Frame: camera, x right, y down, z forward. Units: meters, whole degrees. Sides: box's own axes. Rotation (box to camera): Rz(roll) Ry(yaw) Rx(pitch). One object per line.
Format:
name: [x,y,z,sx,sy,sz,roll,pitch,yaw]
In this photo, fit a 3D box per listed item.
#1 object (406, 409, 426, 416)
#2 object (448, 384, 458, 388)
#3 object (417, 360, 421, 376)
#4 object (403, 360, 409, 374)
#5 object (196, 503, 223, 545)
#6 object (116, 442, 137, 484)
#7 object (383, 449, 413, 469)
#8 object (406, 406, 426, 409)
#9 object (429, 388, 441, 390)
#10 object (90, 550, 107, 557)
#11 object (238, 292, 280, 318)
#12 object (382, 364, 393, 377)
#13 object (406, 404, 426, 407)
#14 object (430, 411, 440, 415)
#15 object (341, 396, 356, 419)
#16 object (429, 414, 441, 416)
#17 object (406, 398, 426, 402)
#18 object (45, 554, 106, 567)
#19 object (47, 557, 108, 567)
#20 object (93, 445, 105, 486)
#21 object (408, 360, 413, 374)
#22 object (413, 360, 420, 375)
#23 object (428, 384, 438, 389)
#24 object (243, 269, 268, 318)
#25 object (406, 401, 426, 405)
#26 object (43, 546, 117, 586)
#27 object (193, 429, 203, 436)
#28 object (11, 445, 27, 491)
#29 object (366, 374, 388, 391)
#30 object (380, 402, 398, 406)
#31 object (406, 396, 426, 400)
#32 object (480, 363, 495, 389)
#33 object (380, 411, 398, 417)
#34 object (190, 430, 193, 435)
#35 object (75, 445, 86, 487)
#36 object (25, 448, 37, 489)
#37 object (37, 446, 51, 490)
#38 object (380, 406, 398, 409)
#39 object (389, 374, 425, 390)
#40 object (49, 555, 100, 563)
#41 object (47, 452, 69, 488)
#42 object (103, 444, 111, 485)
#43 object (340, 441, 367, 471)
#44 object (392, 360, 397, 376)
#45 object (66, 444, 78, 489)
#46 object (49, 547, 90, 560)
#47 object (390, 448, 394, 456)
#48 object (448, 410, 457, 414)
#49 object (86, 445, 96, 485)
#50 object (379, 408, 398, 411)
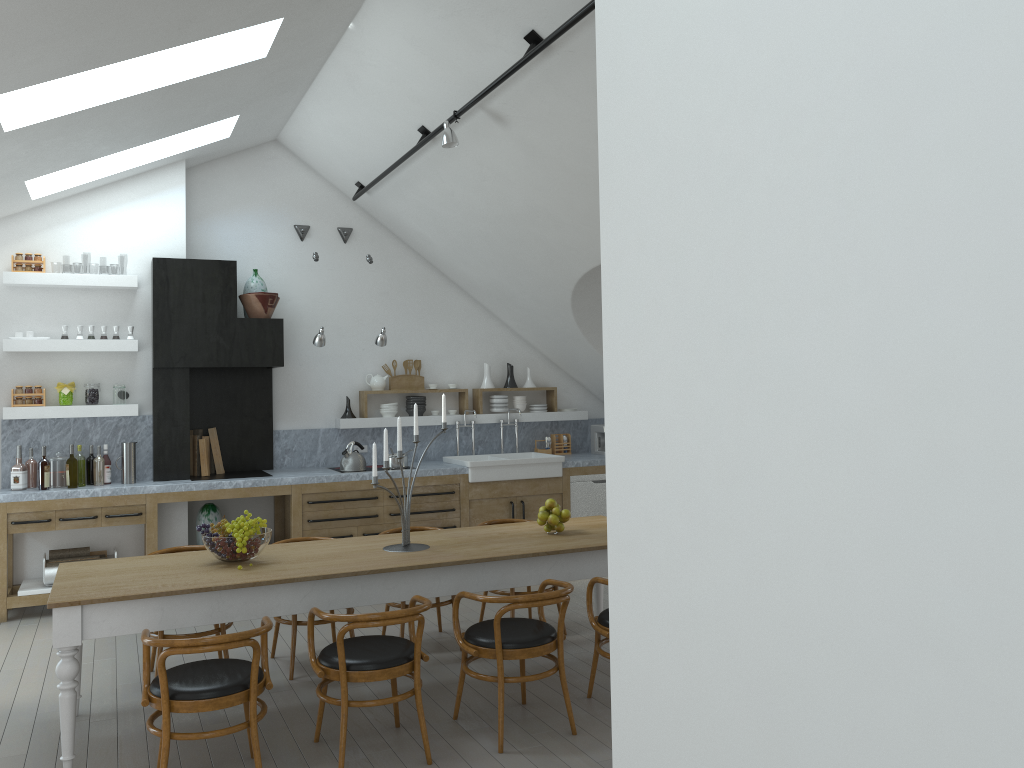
object: [-0.970,0.290,8.950,0.205,0.072,0.205,-1,-1,-37]
object: [-0.611,0.025,9.148,0.098,0.049,0.098,-1,-1,-27]
object: [-0.947,-0.098,9.030,0.057,0.294,0.030,0,-2,-24]
object: [-1.069,-0.097,8.974,0.061,0.299,0.040,0,-2,-27]
object: [-2.699,1.316,7.909,0.231,0.499,0.230,-2,-2,17]
object: [-3.189,0.654,7.337,0.164,0.340,0.114,0,-2,-21]
object: [-1.029,0.718,8.369,0.394,0.170,0.232,-1,-1,-44]
object: [-0.971,0.264,8.951,0.205,0.086,0.205,-1,-1,13]
object: [-0.806,0.052,9.059,0.164,0.012,0.163,-1,0,-7]
object: [-3.541,1.416,7.240,0.422,0.073,0.071,-1,-1,-27]
object: [-2.270,-0.690,7.959,0.348,0.237,0.366,-1,-1,-7]
object: [-1.210,-0.078,8.907,0.199,0.259,0.016,-1,-2,-14]
object: [-0.967,0.236,8.948,0.205,0.086,0.205,-1,-1,18]
object: [-0.787,0.297,9.057,0.098,0.049,0.098,-1,-1,-27]
object: [-1.604,0.226,8.688,0.156,0.219,0.156,0,-2,-43]
object: [-0.786,0.320,9.056,0.164,0.012,0.163,-1,0,-7]
object: [-0.968,0.189,8.959,0.205,0.084,0.205,-1,-1,3]
object: [-3.523,1.439,7.161,0.435,0.079,0.114,-1,-1,-27]
object: [-3.431,1.440,7.007,0.437,0.093,0.092,-1,-1,-27]
object: [-3.362,0.667,7.216,0.085,0.331,0.085,-1,-2,-16]
object: [-1.030,-0.098,8.970,0.057,0.299,0.019,0,-2,-24]
object: [-0.973,-0.098,8.998,0.068,0.298,0.039,0,-2,-24]
object: [-0.806,0.029,9.060,0.098,0.049,0.098,-1,-1,-27]
object: [-2.392,-0.821,8.269,0.231,0.504,0.230,-2,-2,17]
object: [-0.970,0.214,8.954,0.205,0.072,0.205,-1,-1,-37]
object: [-3.467,1.461,7.125,0.527,0.232,0.429,-1,-1,-27]
object: [-2.853,0.642,8.060,0.089,0.459,0.110,0,-2,-24]
object: [-3.879,0.661,6.976,0.088,0.360,0.085,-1,-2,-3]
object: [-1.343,-0.018,8.827,0.168,0.169,0.174,0,-1,-41]
object: [-1.226,0.224,8.837,0.180,0.076,0.181,-1,-1,13]
object: [-0.971,0.161,8.961,0.205,0.080,0.205,-1,-1,-22]
object: [-0.257,-0.087,9.309,0.156,0.268,0.156,0,-2,-36]
object: [-1.228,0.299,8.833,0.181,0.064,0.181,-1,0,-2]
object: [-2.923,0.631,8.038,0.068,0.425,0.088,-1,-2,-10]
object: [-3.501,0.664,7.176,0.092,0.339,0.092,-1,-2,-6]
object: [-3.845,0.676,7.090,0.085,0.331,0.085,-1,-2,-16]
object: [-3.681,0.666,6.972,0.092,0.359,0.093,-1,-2,10]
object: [-1.227,0.253,8.836,0.181,0.069,0.181,-1,0,-7]
object: [-1.064,-0.018,8.962,0.353,0.158,0.084,-1,-2,-24]
object: [-3.489,1.426,7.066,0.362,0.087,0.101,-1,-1,-27]
object: [-3.670,0.691,7.173,0.184,0.286,0.183,-1,-1,0]
object: [-3.357,0.666,7.327,0.081,0.330,0.081,-1,-2,3]
object: [-1.465,0.661,8.169,0.246,0.268,0.246,-1,-1,-14]
object: [-1.178,-0.096,8.925,0.055,0.299,0.027,0,-2,-24]
object: [-3.502,0.659,7.056,0.092,0.359,0.092,-2,-2,20]
object: [-3.546,1.369,7.105,0.292,0.102,0.104,-1,-1,-27]
object: [-1.116,0.694,8.368,0.051,0.167,0.235,0,-1,-29]
object: [-0.612,0.294,9.136,0.098,0.049,0.098,-1,-1,-27]
object: [-3.461,0.667,7.296,0.085,0.331,0.085,-1,-2,-16]
object: [-1.229,0.276,8.834,0.181,0.065,0.181,-1,0,13]
